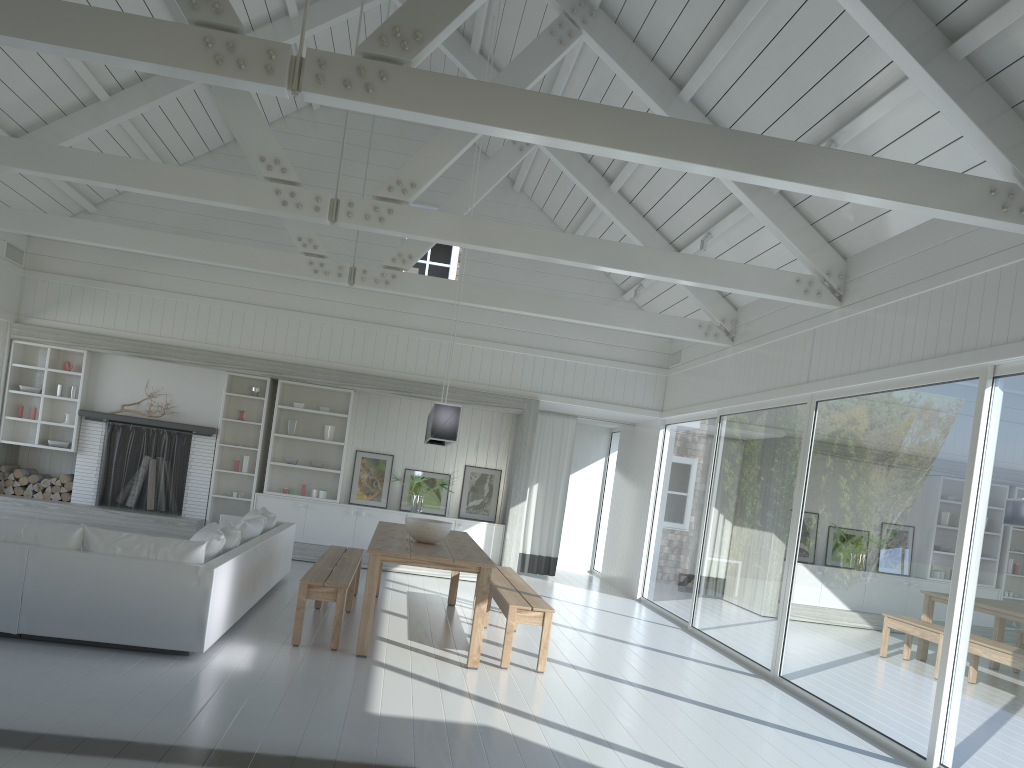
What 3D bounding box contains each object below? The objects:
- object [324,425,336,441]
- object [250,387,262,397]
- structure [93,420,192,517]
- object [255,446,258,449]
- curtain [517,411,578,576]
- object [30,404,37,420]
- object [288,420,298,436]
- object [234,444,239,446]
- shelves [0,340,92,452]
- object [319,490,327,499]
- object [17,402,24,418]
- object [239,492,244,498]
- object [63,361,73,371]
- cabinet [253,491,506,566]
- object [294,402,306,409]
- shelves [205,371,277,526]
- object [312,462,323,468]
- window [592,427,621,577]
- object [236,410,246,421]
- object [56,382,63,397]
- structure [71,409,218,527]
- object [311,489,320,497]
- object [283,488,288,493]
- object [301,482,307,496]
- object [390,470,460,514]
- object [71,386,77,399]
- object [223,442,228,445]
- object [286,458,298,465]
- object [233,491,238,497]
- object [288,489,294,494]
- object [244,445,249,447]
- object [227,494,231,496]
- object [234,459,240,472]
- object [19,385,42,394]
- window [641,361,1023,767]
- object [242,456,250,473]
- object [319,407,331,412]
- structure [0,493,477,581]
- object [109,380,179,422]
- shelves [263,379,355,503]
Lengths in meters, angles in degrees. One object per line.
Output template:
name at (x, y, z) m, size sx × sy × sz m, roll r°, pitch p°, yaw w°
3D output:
object at (-2.335, 0.630, 11.275) m, size 0.102 × 0.197 × 0.103 m, roll 7°, pitch -1°, yaw 38°
object at (-3.237, 0.106, 11.130) m, size 0.160 × 0.124 × 0.163 m, roll 6°, pitch -4°, yaw 26°
structure at (-4.520, 1.041, 10.784) m, size 1.100 × 1.063 × 0.116 m, roll 8°, pitch 0°, yaw -7°
object at (-3.260, 0.812, 11.264) m, size 0.054 × 0.025 × 0.054 m, roll 8°, pitch -5°, yaw -7°
curtain at (0.318, 1.556, 12.761) m, size 1.008 × 2.370 × 0.116 m, roll 8°, pitch 0°, yaw -7°
object at (-5.832, 0.338, 10.745) m, size 0.054 × 0.196 × 0.054 m, roll 8°, pitch 0°, yaw -6°
object at (-2.796, 0.561, 11.217) m, size 0.103 × 0.197 × 0.102 m, roll 8°, pitch -1°, yaw -7°
object at (-3.480, 0.768, 11.126) m, size 0.054 × 0.025 × 0.054 m, roll 8°, pitch -5°, yaw -7°
shelves at (-5.673, 0.170, 10.869) m, size 0.867 × 1.239 × 0.548 m, roll 8°, pitch -1°, yaw -7°
object at (-2.413, 1.403, 11.257) m, size 0.085 × 0.111 × 0.086 m, roll 7°, pitch -2°, yaw 28°
object at (-5.981, 0.315, 10.726) m, size 0.054 × 0.196 × 0.054 m, roll 8°, pitch 0°, yaw -6°
object at (-3.428, 1.407, 11.164) m, size 0.058 × 0.061 × 0.057 m, roll 8°, pitch -3°, yaw -7°
object at (-5.426, -0.214, 10.774) m, size 0.230 × 0.127 × 0.060 m, roll 4°, pitch -3°, yaw 38°
cabinet at (-1.715, 1.891, 11.496) m, size 3.187 × 0.551 × 0.654 m, roll 8°, pitch -3°, yaw -7°
object at (-2.708, 0.280, 11.222) m, size 0.141 × 0.066 × 0.141 m, roll 8°, pitch -5°, yaw -7°
shelves at (-3.458, 0.901, 11.286) m, size 0.541 × 2.000 × 0.604 m, roll 8°, pitch 0°, yaw -7°
object at (-2.518, 1.046, 11.403) m, size 0.141 × 0.066 × 0.141 m, roll 8°, pitch -5°, yaw -7°
window at (1.558, 1.906, 14.231) m, size 0.038 × 2.428 × 0.945 m, roll 8°, pitch -1°, yaw -6°
object at (-3.420, 0.402, 11.141) m, size 0.136 × 0.130 × 0.138 m, roll 6°, pitch -4°, yaw 36°
object at (-5.527, 0.060, 10.777) m, size 0.054 × 0.196 × 0.054 m, roll 8°, pitch 0°, yaw -6°
structure at (-4.567, 1.095, 11.137) m, size 1.619 × 1.286 × 0.859 m, roll 8°, pitch -2°, yaw -7°
object at (-2.516, 1.404, 11.313) m, size 0.091 × 0.095 × 0.091 m, roll 6°, pitch -3°, yaw 27°
object at (-2.886, 1.353, 11.212) m, size 0.055 × 0.071 × 0.054 m, roll 9°, pitch -2°, yaw -28°
object at (-2.657, 1.327, 11.256) m, size 0.054 × 0.196 × 0.054 m, roll 8°, pitch 0°, yaw -7°
object at (-1.137, 1.348, 11.252) m, size 0.973 × 0.629 × 0.622 m, roll 8°, pitch -3°, yaw -9°
object at (-5.364, 0.085, 10.797) m, size 0.054 × 0.196 × 0.054 m, roll 8°, pitch 0°, yaw -6°
object at (-3.590, 0.746, 11.058) m, size 0.054 × 0.025 × 0.054 m, roll 8°, pitch -5°, yaw -7°
object at (-2.804, 0.988, 11.225) m, size 0.141 × 0.066 × 0.141 m, roll 8°, pitch -5°, yaw -7°
object at (-3.501, 1.391, 11.156) m, size 0.054 × 0.071 × 0.054 m, roll 8°, pitch -2°, yaw -7°
object at (-2.822, 1.371, 11.247) m, size 0.059 × 0.061 × 0.057 m, roll 9°, pitch -3°, yaw -29°
object at (-3.370, 0.790, 11.195) m, size 0.054 × 0.025 × 0.054 m, roll 8°, pitch -5°, yaw -7°
object at (-3.580, 1.403, 11.147) m, size 0.054 × 0.025 × 0.054 m, roll 8°, pitch -5°, yaw -7°
object at (-3.477, 1.007, 11.149) m, size 0.054 × 0.196 × 0.054 m, roll 8°, pitch 0°, yaw -7°
object at (-5.867, 0.073, 10.751) m, size 0.243 × 0.072 × 0.242 m, roll 10°, pitch -6°, yaw -22°
window at (2.511, 1.189, 6.248) m, size 0.080 × 2.415 × 10.946 m, roll 8°, pitch -6°, yaw -6°
object at (-3.371, 1.015, 11.160) m, size 0.072 × 0.211 × 0.071 m, roll 8°, pitch 0°, yaw -7°
object at (-2.421, 0.338, 11.401) m, size 0.141 × 0.066 × 0.141 m, roll 8°, pitch -5°, yaw -7°
structure at (-3.349, 1.988, 11.604) m, size 6.360 × 0.346 × 1.885 m, roll 9°, pitch -6°, yaw -7°
object at (-4.425, 0.191, 10.774) m, size 0.789 × 0.502 × 0.454 m, roll 11°, pitch -4°, yaw -37°
shelves at (-2.591, 0.751, 11.389) m, size 0.940 × 1.443 × 0.604 m, roll 8°, pitch -1°, yaw -7°
